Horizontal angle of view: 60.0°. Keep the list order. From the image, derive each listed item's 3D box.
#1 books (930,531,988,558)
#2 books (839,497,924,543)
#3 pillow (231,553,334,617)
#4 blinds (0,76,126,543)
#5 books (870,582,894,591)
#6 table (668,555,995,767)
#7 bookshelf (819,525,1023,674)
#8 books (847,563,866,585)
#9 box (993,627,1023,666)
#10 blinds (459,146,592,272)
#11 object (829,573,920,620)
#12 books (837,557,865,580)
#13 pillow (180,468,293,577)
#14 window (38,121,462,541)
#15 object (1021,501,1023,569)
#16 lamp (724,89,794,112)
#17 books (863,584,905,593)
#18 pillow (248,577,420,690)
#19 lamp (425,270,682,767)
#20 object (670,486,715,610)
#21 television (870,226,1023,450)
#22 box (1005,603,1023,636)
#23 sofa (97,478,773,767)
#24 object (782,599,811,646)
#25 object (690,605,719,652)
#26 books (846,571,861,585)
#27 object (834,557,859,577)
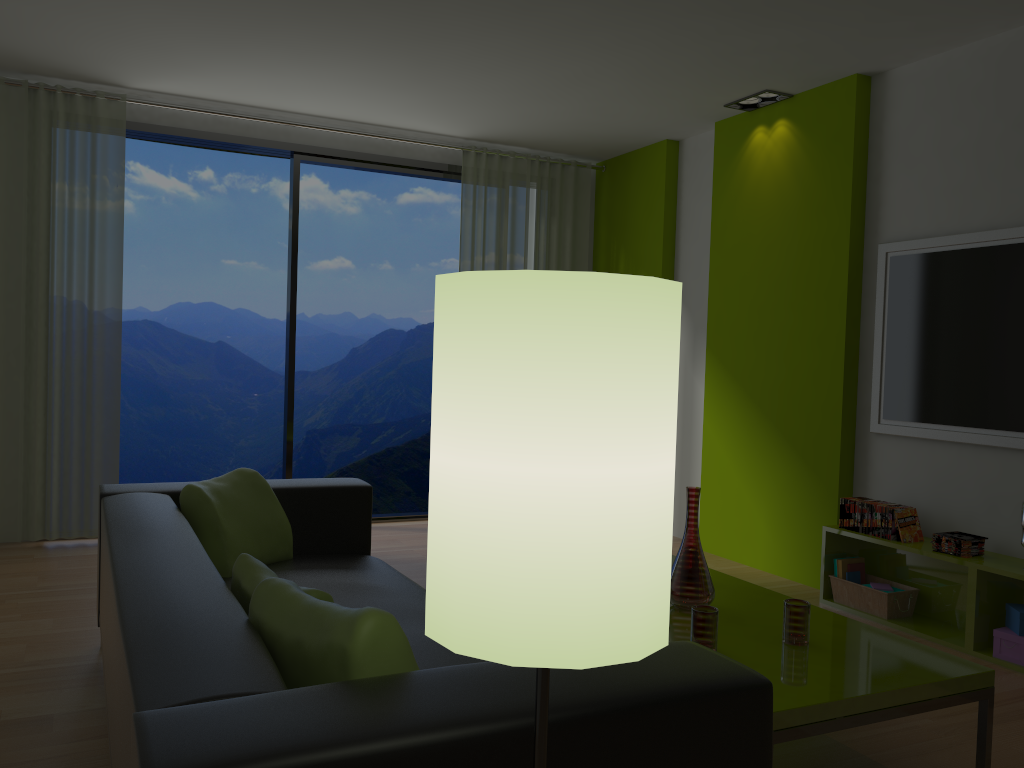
[{"bbox_3d":[1.919,0.688,3.813,0.164,0.078,0.172,1,2,-28],"label":"books"},{"bbox_3d":[1.740,0.638,4.179,0.147,0.150,0.370,1,2,-26],"label":"books"},{"bbox_3d":[-0.512,0.572,2.029,0.164,0.317,0.380,0,2,-43],"label":"pillow"},{"bbox_3d":[-2.732,-0.397,4.954,1.012,2.568,0.067,1,2,-26],"label":"blinds"},{"bbox_3d":[1.735,0.952,4.162,0.087,0.008,0.110,2,2,14],"label":"books"},{"bbox_3d":[0.583,0.913,3.004,0.810,0.349,1.682,1,2,-26],"label":"table"},{"bbox_3d":[2.015,0.922,3.697,0.306,0.378,1.630,1,2,-26],"label":"bookshelf"},{"bbox_3d":[1.676,0.964,4.309,0.105,0.182,0.031,1,2,-26],"label":"books"},{"bbox_3d":[2.034,1.045,3.539,0.202,0.116,0.135,1,2,-31],"label":"box"},{"bbox_3d":[0.070,-0.346,6.326,1.012,2.568,0.067,1,2,-26],"label":"blinds"},{"bbox_3d":[1.711,1.003,4.205,0.213,0.129,0.367,1,2,-26],"label":"object"},{"bbox_3d":[1.657,0.953,4.324,0.158,0.202,0.051,1,2,-26],"label":"books"},{"bbox_3d":[-1.005,0.502,3.197,0.269,0.362,0.399,3,2,22],"label":"pillow"},{"bbox_3d":[-1.262,-0.295,5.927,3.336,2.498,0.219,1,2,-26],"label":"window"},{"bbox_3d":[2.087,0.597,3.536,0.107,0.305,0.107,3,2,30],"label":"object"},{"bbox_3d":[1.375,-1.640,4.951,0.192,0.131,0.352,1,2,-26],"label":"lamp"},{"bbox_3d":[1.744,0.970,4.147,0.143,0.025,0.182,1,2,-26],"label":"books"},{"bbox_3d":[-0.327,0.574,1.682,0.210,0.403,0.457,0,2,-40],"label":"pillow"},{"bbox_3d":[0.032,0.506,1.029,0.302,1.244,0.295,1,2,-26],"label":"lamp"},{"bbox_3d":[0.594,0.542,2.944,0.168,0.400,0.168,0,2,-40],"label":"object"},{"bbox_3d":[2.148,-0.194,3.728,0.028,0.941,1.537,1,2,-26],"label":"television"},{"bbox_3d":[2.047,0.941,3.532,0.102,0.093,0.138,2,2,9],"label":"box"},{"bbox_3d":[-0.546,0.750,2.464,1.061,0.639,2.583,1,2,-26],"label":"sofa"},{"bbox_3d":[0.836,0.702,2.608,0.075,0.122,0.076,3,2,29],"label":"object"},{"bbox_3d":[0.543,0.695,2.506,0.076,0.122,0.075,2,2,8],"label":"object"},{"bbox_3d":[1.649,0.981,4.282,0.086,0.148,0.025,1,2,-26],"label":"books"},{"bbox_3d":[1.646,0.953,4.346,0.158,0.200,0.040,1,2,-26],"label":"object"}]
